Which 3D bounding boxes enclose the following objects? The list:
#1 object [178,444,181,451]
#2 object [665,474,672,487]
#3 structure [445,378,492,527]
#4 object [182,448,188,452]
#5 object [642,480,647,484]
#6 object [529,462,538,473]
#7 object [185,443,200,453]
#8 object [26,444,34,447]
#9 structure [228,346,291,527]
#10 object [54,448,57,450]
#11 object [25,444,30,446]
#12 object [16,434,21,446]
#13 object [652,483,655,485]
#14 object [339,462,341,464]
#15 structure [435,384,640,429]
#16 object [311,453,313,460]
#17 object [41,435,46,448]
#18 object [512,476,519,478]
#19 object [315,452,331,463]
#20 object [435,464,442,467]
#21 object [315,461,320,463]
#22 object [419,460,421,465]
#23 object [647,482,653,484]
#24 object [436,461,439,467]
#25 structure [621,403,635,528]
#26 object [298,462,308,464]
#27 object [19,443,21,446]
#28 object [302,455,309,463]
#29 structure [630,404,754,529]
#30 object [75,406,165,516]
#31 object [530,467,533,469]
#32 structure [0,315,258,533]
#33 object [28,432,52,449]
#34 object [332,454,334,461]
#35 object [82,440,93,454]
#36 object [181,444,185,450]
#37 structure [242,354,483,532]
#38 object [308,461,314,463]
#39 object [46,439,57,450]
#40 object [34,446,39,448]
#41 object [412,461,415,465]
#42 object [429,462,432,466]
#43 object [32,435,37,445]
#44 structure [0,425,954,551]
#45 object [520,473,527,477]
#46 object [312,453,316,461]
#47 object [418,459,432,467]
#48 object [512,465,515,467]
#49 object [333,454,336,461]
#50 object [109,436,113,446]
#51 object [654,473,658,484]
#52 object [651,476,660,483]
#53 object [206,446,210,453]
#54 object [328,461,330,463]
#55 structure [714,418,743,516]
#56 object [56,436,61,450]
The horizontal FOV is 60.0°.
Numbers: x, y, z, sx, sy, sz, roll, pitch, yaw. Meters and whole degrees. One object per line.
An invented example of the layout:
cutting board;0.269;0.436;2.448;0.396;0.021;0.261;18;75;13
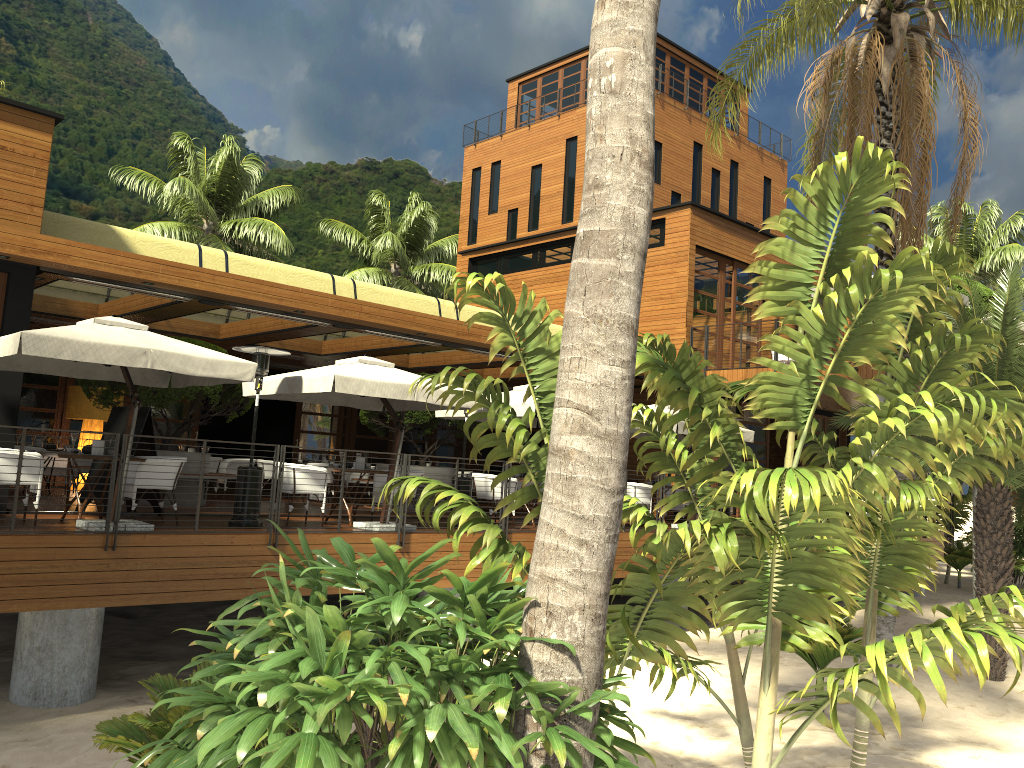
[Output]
object;-6.279;1.259;16.766;0.082;0.227;0.082;8;-8;-33
object;2.893;1.778;16.557;0.263;0.264;0.263;3;-6;2
structure;-0.703;0.991;13.000;0.699;2.197;0.698;-1;-8;35
object;-5.999;1.255;16.278;0.163;0.179;0.167;7;-7;-32
object;2.492;1.852;16.652;0.086;0.086;0.086;9;-8;-42
object;0.403;1.401;14.260;0.263;0.264;0.263;3;-6;2
object;-5.973;1.253;16.665;0.263;0.264;0.263;8;-8;-39
object;-7.858;1.021;14.457;0.116;0.065;0.116;7;-7;-32
structure;-3.132;0.623;10.759;0.699;2.197;0.698;-1;-8;35
object;-7.611;1.061;14.713;0.116;0.065;0.116;2;-6;18
object;-8.044;1.037;14.737;0.116;0.065;0.116;2;-6;18
object;-8.083;0.927;14.509;0.082;0.227;0.082;4;-7;-2
object;2.647;1.870;16.508;0.080;0.042;0.080;2;-6;16
object;-3.578;1.667;18.499;0.086;0.086;0.086;1;-7;25
structure;0.368;1.128;14.392;2.410;2.338;2.412;9;-8;-42
object;-4.214;1.579;18.751;0.082;0.227;0.082;6;-7;-24
object;-7.658;0.950;14.472;0.082;0.227;0.082;6;-7;-18
object;0.005;1.485;14.141;0.170;0.025;0.294;9;-8;-42
object;-3.968;1.562;18.577;0.263;0.264;0.263;6;-7;-25
object;-1.749;1.979;21.017;0.168;0.179;0.162;2;-6;9
object;-4.009;1.620;18.287;0.086;0.086;0.086;1;-7;20
object;-2.179;1.926;21.017;0.082;0.227;0.082;3;-7;0
object;2.579;1.861;16.581;0.116;0.065;0.116;0;-7;29
object;-1.759;1.938;20.886;0.082;0.227;0.082;4;-7;-5
structure;1.733;1.359;15.247;0.699;2.197;0.698;-1;-8;35
object;-4.319;1.640;18.363;0.170;0.025;0.294;6;-6;-20
object;-7.991;1.001;14.451;0.086;0.086;0.086;-2;-8;42
object;-4.337;1.593;18.690;0.163;0.179;0.167;6;-7;-22
structure;2.831;1.501;16.664;2.410;2.338;2.412;9;-8;-42
object;-5.005;0.987;11.493;0.768;1.400;0.770;-1;-8;32
object;0.308;1.452;14.680;0.082;0.227;0.082;9;-9;-41
structure;-4.558;0.382;9.847;2.410;2.338;2.412;9;-8;-42
object;-7.837;0.948;14.715;0.263;0.264;0.263;4;-6;-8
object;-3.799;1.614;18.844;0.082;0.227;0.082;7;-8;-31
object;-4.727;0.706;9.932;0.163;0.179;0.168;10;-9;-44
object;-6.087;1.233;16.386;0.082;0.227;0.082;-2;-9;40
structure;-2.095;0.755;12.119;2.410;2.338;2.412;9;-8;-42
object;-4.192;1.640;18.486;0.116;0.065;0.116;6;-6;-22
object;-7.526;0.986;14.488;0.163;0.179;0.167;4;-6;-5
object;-7.757;1.039;14.468;0.080;0.042;0.080;4;-6;-9
object;-2.288;1.879;20.608;0.082;0.227;0.082;4;-7;-5
object;-1.893;1.891;20.484;0.082;0.227;0.082;3;-7;0
object;-8.058;0.969;14.919;0.082;0.227;0.082;6;-7;-18
structure;1.791;1.945;14.154;26.226;1.156;0.163;9;-8;-42
object;0.196;1.452;14.476;0.167;0.179;0.163;9;-8;-40
object;-4.106;1.544;18.327;0.082;0.227;0.082;7;-8;-31
object;-2.036;1.895;20.772;0.263;0.264;0.263;3;-6;6
object;0.019;1.822;18.617;0.082;0.227;0.082;2;-7;9
object;-3.698;1.581;18.445;0.082;0.227;0.082;6;-7;-24
object;-4.614;0.707;10.139;0.082;0.227;0.082;9;-9;-41
object;2.664;1.768;16.441;0.082;0.227;0.082;9;-9;-41
object;2.687;1.829;16.774;0.167;0.179;0.163;9;-8;-40
object;-5.699;1.276;16.587;0.082;0.227;0.082;8;-8;-33
object;-3.910;1.682;18.854;0.086;0.086;0.086;1;-7;20
structure;4.175;1.729;17.500;0.699;2.197;0.698;-1;-8;35
object;-7.632;0.994;14.908;0.082;0.227;0.082;4;-7;-2
